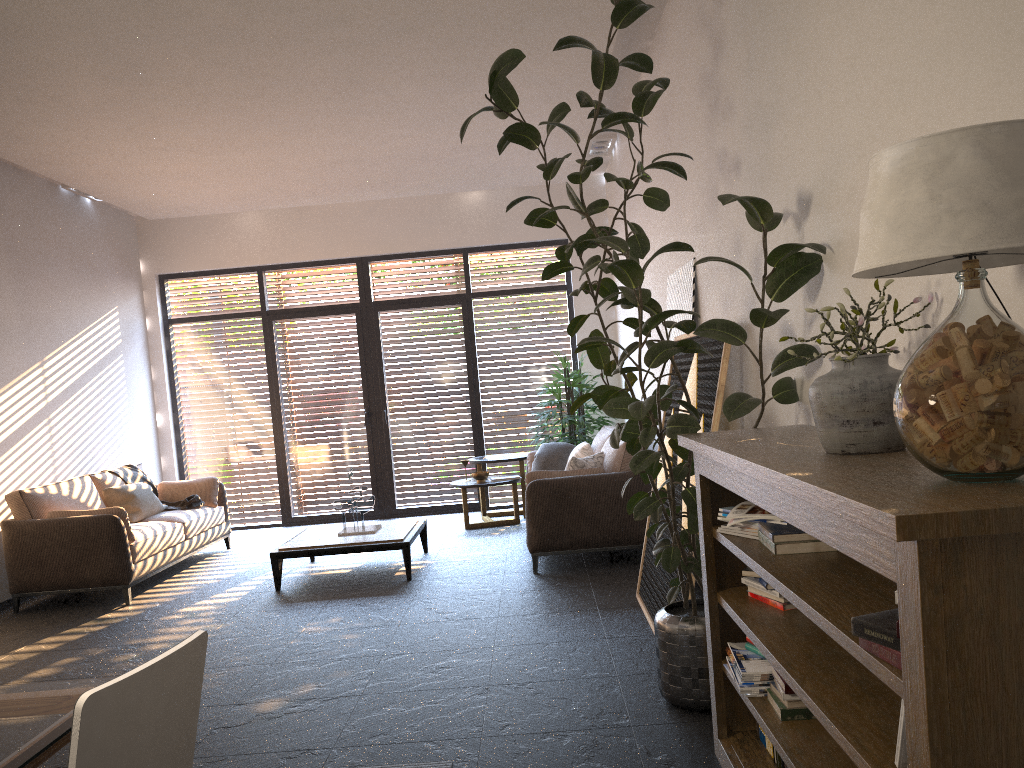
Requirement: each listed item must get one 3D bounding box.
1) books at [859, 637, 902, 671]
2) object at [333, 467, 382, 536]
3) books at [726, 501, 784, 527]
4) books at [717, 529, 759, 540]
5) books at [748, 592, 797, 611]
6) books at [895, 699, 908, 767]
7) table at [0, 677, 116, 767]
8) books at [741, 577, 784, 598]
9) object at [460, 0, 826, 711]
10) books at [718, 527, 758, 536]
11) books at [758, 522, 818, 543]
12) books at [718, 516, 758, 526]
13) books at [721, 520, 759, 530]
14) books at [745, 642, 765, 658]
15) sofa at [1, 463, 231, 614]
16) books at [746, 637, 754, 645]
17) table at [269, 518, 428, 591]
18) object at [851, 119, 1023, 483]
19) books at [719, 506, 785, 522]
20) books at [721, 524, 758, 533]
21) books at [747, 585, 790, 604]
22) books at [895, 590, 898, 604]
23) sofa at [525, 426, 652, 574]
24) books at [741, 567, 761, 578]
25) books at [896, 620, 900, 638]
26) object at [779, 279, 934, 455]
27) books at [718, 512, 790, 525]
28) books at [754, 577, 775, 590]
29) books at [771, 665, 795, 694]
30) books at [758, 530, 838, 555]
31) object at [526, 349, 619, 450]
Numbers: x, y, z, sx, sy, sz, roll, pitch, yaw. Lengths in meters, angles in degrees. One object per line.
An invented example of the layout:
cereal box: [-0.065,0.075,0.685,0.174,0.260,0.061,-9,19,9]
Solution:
books: [0.798,0.480,1.576,0.230,0.034,0.285,-5,0,-6]
object: [-2.357,-0.952,2.850,0.366,4.485,8.881,-4,1,13]
books: [0.890,0.402,2.844,0.322,0.109,0.272,-4,1,36]
books: [0.873,0.481,2.900,0.252,0.011,0.318,-5,0,-25]
books: [0.911,0.706,2.941,0.158,0.021,0.224,-5,0,-14]
books: [0.795,0.637,1.657,0.135,0.182,0.077,-5,3,1]
table: [-1.477,1.178,1.499,0.997,0.716,1.796,-5,1,1]
books: [0.901,0.665,2.944,0.174,0.019,0.243,-5,0,-14]
object: [0.541,-0.240,3.656,0.906,3.209,2.010,-6,3,-21]
books: [0.879,0.470,2.890,0.252,0.011,0.318,-5,0,-29]
books: [0.853,0.444,2.690,0.166,0.024,0.227,-5,0,5]
books: [0.877,0.438,2.900,0.252,0.011,0.318,-5,0,-27]
books: [0.876,0.448,2.916,0.252,0.011,0.318,-5,0,-17]
books: [0.902,0.870,2.876,0.175,0.023,0.249,-5,0,-18]
sofa: [-3.297,1.210,7.630,0.993,0.922,2.316,-5,1,1]
books: [0.900,0.847,2.875,0.175,0.023,0.249,-5,0,-13]
table: [-1.260,1.347,7.134,1.049,0.308,1.113,-5,0,1]
object: [0.807,-0.122,1.549,0.388,0.584,0.389,-6,3,-30]
books: [0.884,0.416,2.924,0.252,0.011,0.318,-5,0,-22]
books: [0.886,0.458,2.874,0.252,0.011,0.318,-5,0,-32]
books: [0.903,0.685,2.939,0.155,0.022,0.205,-5,0,-19]
books: [0.819,0.363,1.527,0.174,0.024,0.243,-5,0,-44]
sofa: [0.600,0.884,7.529,0.993,0.922,2.316,-5,1,1]
books: [0.895,0.621,2.942,0.221,0.023,0.147,-5,0,42]
books: [0.804,0.411,1.509,0.225,0.029,0.178,-5,0,43]
object: [0.851,-0.042,2.171,0.385,0.413,0.275,-5,2,-20]
books: [0.883,0.427,2.917,0.252,0.011,0.318,-5,0,-27]
books: [0.897,0.644,2.950,0.162,0.023,0.231,-5,0,2]
books: [0.902,0.867,2.623,0.225,0.029,0.179,-5,0,4]
books: [0.860,0.472,2.683,0.179,0.034,0.242,-5,0,4]
object: [0.636,0.472,9.126,0.975,1.728,0.914,-6,3,-33]
